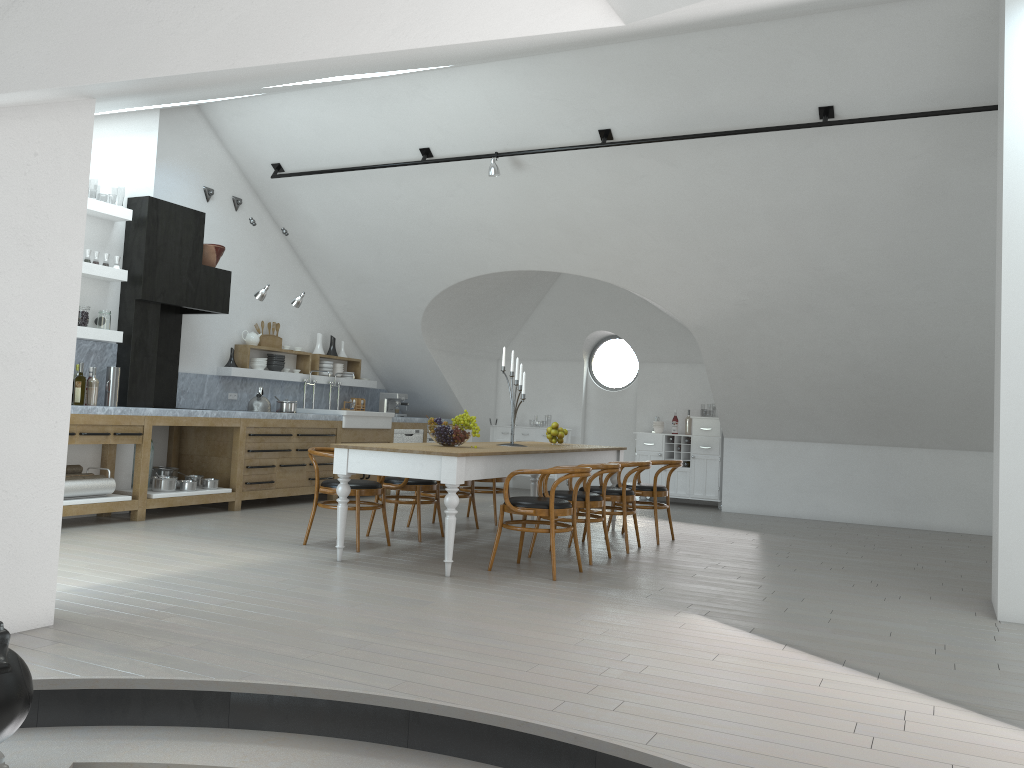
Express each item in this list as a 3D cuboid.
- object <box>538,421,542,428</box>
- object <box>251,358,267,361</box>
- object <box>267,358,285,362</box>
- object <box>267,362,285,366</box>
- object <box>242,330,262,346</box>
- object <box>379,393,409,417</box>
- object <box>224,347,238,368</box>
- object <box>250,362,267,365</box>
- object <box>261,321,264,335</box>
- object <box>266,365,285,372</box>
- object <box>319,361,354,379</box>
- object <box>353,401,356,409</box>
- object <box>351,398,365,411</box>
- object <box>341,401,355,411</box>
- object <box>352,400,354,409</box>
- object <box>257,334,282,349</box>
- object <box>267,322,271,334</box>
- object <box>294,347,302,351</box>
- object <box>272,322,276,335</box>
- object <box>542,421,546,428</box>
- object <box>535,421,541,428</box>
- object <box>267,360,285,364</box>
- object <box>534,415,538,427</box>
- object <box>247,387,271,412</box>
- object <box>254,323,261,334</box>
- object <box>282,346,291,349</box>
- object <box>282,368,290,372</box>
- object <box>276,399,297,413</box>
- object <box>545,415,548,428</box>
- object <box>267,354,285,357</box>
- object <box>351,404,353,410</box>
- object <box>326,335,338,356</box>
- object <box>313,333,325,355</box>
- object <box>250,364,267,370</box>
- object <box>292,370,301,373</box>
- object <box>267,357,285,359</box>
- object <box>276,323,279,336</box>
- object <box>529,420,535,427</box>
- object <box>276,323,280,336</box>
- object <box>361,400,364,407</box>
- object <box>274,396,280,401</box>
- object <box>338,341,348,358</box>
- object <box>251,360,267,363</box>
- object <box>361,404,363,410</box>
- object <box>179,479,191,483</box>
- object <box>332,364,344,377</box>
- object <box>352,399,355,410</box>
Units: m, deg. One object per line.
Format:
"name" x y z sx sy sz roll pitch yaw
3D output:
"object" 0.406 0.567 12.426 0.094 0.094 0.093 2 -3 14
"object" -2.865 -0.262 10.037 0.180 0.076 0.181 4 -3 -26
"object" -2.742 -0.253 10.290 0.205 0.072 0.205 2 -2 13
"object" -2.745 -0.204 10.284 0.205 0.086 0.205 4 -3 -26
"object" -2.927 -0.513 9.967 0.174 0.169 0.167 2 -3 10
"object" -1.549 0.287 11.980 0.387 0.321 0.324 1 -3 26
"object" -3.059 -0.289 9.682 0.156 0.219 0.155 2 -3 7
"object" -2.869 -0.210 10.029 0.181 0.065 0.181 4 -2 -26
"object" -2.857 -0.578 10.151 0.027 0.300 0.055 1 -4 26
"object" -2.746 -0.177 10.283 0.205 0.072 0.205 2 -2 13
"object" -2.245 -0.176 11.313 0.198 0.196 0.655 1 -3 26
"object" -2.059 0.309 11.536 0.044 0.179 0.019 2 -4 11
"object" -2.036 0.296 11.705 0.104 0.223 0.200 1 -3 26
"object" -2.124 0.310 11.499 0.100 0.172 0.172 1 -3 28
"object" -2.074 0.299 11.530 0.023 0.196 0.018 1 -4 21
"object" -2.800 -0.492 10.247 0.084 0.158 0.353 1 -3 26
"object" -2.804 -0.571 10.257 0.040 0.300 0.061 1 -4 24
"object" -2.575 -0.414 10.677 0.098 0.049 0.098 2 -3 24
"object" -2.772 -0.568 10.279 0.019 0.300 0.057 1 -4 26
"object" 0.445 0.563 12.344 0.071 0.099 0.071 6 -4 -41
"object" 0.362 0.566 12.345 0.077 0.085 0.077 2 -3 14
"object" -2.738 -0.231 10.286 0.205 0.086 0.205 4 -2 -21
"object" 0.335 0.525 12.407 0.048 0.170 0.048 2 -4 14
"object" -2.658 0.159 9.348 0.246 0.268 0.246 1 -4 36
"object" -2.871 -0.562 10.116 0.016 0.259 0.199 0 -4 36
"object" -2.669 -0.425 10.485 0.098 0.049 0.098 2 -3 24
"object" -2.675 -0.157 10.481 0.098 0.049 0.098 2 -3 24
"object" -2.457 0.250 9.776 0.232 0.170 0.394 3 -2 6
"object" 0.481 0.527 12.406 0.054 0.179 0.054 3 -4 3
"object" -2.743 -0.306 10.297 0.205 0.080 0.205 2 -3 28
"object" -2.079 0.307 11.503 0.019 0.179 0.044 3 -4 -9
"object" -2.280 -0.485 11.265 0.156 0.269 0.156 1 -4 30
"object" -2.398 -0.499 11.031 0.156 0.269 0.156 2 -3 15
"object" -2.870 -0.188 10.029 0.181 0.064 0.181 5 -3 -41
"object" -2.591 -0.146 10.653 0.098 0.049 0.098 2 -3 24
"object" -2.742 -0.278 10.296 0.205 0.084 0.205 4 -3 -36
"object" -2.746 -0.563 10.379 0.030 0.294 0.057 1 -4 26
"object" 0.276 0.552 12.348 0.082 0.105 0.081 0 -4 39
"object" -2.746 -0.564 10.338 0.039 0.298 0.067 1 -4 26
"object" -1.986 0.307 11.718 0.040 0.193 0.042 4 -4 -14
"object" -2.521 0.219 9.721 0.236 0.167 0.051 2 -4 21
"object" -2.192 -0.448 11.469 0.156 0.219 0.155 2 -3 7
"object" -2.867 -0.234 10.033 0.181 0.069 0.181 1 -3 43
"object" -1.989 0.311 11.734 0.018 0.196 0.020 6 -5 -42
"object" -3.125 0.925 8.350 0.041 0.045 0.247 1 -2 25
"object" -2.223 -0.177 11.303 0.157 0.160 0.154 5 -4 -36
"object" -2.057 0.297 11.522 0.040 0.193 0.042 5 -4 -27
